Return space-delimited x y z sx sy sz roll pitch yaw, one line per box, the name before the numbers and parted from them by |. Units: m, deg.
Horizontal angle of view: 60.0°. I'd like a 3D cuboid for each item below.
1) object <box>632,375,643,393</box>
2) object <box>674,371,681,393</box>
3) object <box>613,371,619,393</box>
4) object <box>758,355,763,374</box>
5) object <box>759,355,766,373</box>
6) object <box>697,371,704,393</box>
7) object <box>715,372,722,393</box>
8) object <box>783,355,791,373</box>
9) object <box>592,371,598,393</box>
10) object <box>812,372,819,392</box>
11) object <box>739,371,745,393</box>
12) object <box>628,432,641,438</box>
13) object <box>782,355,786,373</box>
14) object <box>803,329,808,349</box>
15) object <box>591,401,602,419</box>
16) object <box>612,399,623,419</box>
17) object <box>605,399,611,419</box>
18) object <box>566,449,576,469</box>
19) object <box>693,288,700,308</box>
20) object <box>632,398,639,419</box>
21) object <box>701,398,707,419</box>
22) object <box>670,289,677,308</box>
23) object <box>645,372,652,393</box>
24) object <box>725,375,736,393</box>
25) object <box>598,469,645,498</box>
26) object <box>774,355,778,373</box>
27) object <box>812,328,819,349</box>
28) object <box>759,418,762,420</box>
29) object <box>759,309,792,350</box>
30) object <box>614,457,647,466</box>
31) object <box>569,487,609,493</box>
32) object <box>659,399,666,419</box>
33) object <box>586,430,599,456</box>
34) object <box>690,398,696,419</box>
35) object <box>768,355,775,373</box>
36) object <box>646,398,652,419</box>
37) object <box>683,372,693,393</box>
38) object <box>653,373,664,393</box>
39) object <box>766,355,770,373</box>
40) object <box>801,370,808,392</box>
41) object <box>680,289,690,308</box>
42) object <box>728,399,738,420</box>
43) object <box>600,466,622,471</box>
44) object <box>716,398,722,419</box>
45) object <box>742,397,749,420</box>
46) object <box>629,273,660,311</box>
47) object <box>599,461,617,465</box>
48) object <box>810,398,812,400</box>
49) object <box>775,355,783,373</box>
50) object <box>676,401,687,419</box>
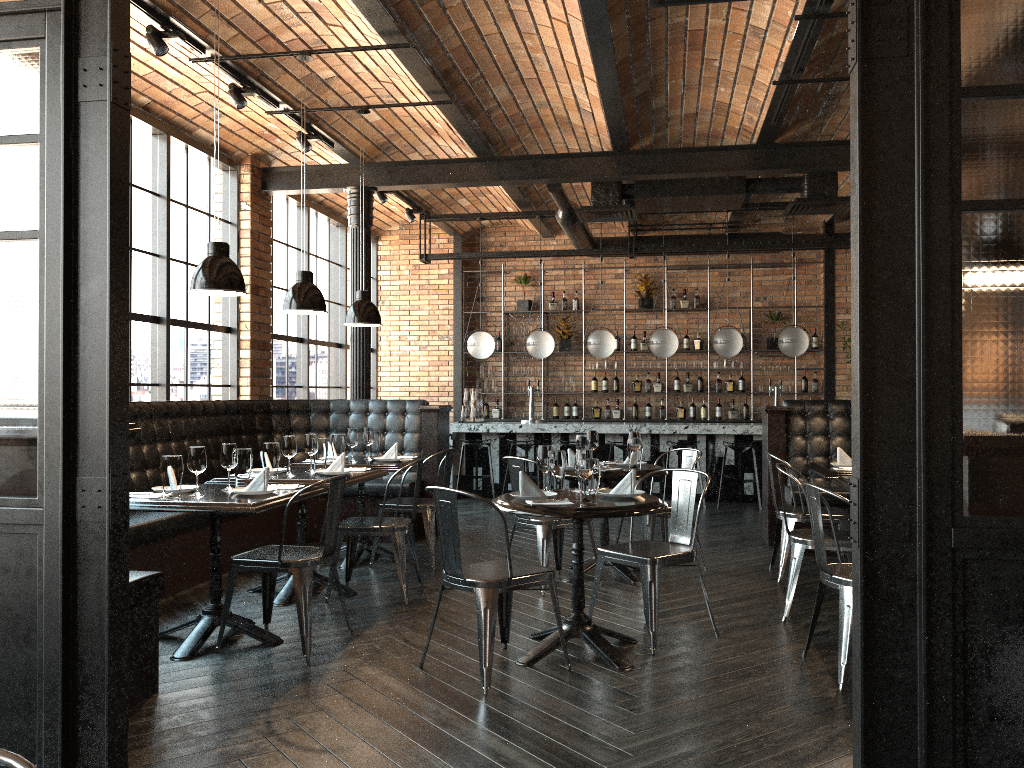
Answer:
object | 1.730 -0.002 12.256 0.151 0.248 0.094 0 -1 -1
object | 2.269 -0.029 12.170 0.086 0.298 0.086 0 -1 -31
object | 1.446 -0.027 12.310 0.086 0.297 0.086 0 -1 -31
object | 3.387 -0.265 12.042 0.092 0.244 0.092 0 -1 -41
object | 3.359 -0.267 11.880 0.092 0.244 0.092 0 -1 -41
object | 2.574 -0.030 12.112 0.086 0.299 0.086 0 -1 -31
object | 2.812 -0.022 12.066 0.083 0.282 0.083 0 -1 -5
object | 3.667 -0.267 11.825 0.092 0.244 0.092 0 -1 -41
object | 1.154 -0.026 12.364 0.086 0.299 0.086 0 -1 -31
object | 4.051 -0.025 11.848 0.083 0.282 0.083 0 -1 20
object | 3.118 -0.030 12.026 0.086 0.298 0.086 0 -1 -31
object | 0.835 0.447 6.040 0.092 0.244 0.092 0 -1 9
object | 3.695 -0.266 11.988 0.092 0.244 0.092 0 -1 -41
object | 3.918 -0.595 11.877 0.083 0.282 0.083 0 -1 25
object | 1.178 0.363 12.350 0.151 0.248 0.094 0 -1 -1
object | 1.464 0.347 12.286 0.123 0.279 0.123 0 -1 24
object | 1.330 0.345 12.324 0.083 0.282 0.083 0 -1 10
object | 0.452 0.506 5.999 0.232 0.139 0.232 0 -1 -36
object | 2.526 -1.165 12.127 0.083 0.282 0.083 0 -1 -5
object | 1.702 0.336 12.233 0.086 0.297 0.086 -1 -1 44
object | 2.617 0.335 12.097 0.080 0.299 0.080 0 -1 12
object | 2.218 -1.165 12.182 0.083 0.282 0.083 0 -1 10
object | 1.882 -0.020 12.230 0.083 0.282 0.083 0 -1 10
object | 2.963 -0.004 12.039 0.151 0.248 0.094 0 -1 19
object | 0.544 0.491 4.404 0.232 0.139 0.232 0 -1 -35
object | 3.593 -0.266 12.006 0.092 0.244 0.092 0 -1 -41
object | 4.061 -0.604 11.879 0.086 0.298 0.086 0 -1 -26
object | 3.531 0.471 11.880 0.437 0.019 0.273 0 -1 10
object | 3.541 -0.732 11.909 0.374 0.560 0.398 0 -1 -18
object | 0.832 0.508 6.234 0.232 0.139 0.232 0 -1 -20
object | 0.415 0.547 4.568 0.255 0.019 0.157 0 -1 -30
object | 2.065 0.343 12.194 0.083 0.282 0.083 0 -1 -5
object | 0.569 0.450 6.274 0.092 0.244 0.092 0 -1 9
object | 2.476 0.335 12.136 0.086 0.298 0.086 0 -1 -31
object | 3.467 -0.267 11.861 0.092 0.244 0.092 0 -1 -41
object | 1.886 0.335 12.234 0.086 0.298 0.086 0 -1 -31
object | 2.404 -0.019 12.124 0.123 0.279 0.123 0 -1 -1
object | 2.016 -0.018 12.193 0.123 0.279 0.123 0 -1 24
object | 3.496 -0.265 12.023 0.092 0.244 0.092 0 -1 -41
object | 3.918 -0.033 11.875 0.086 0.299 0.086 0 -1 -31
object | 2.371 -1.163 12.156 0.123 0.279 0.123 0 -1 14
object | 2.994 0.343 12.017 0.123 0.279 0.123 0 -1 -1
object | 0.629 0.559 5.889 0.157 0.019 0.255 0 -1 40
object | 2.819 0.333 12.069 0.086 0.298 0.086 0 -1 -31
object | 3.164 0.332 12.004 0.086 0.299 0.086 0 -1 -31
object | 1.840 -1.285 12.286 0.425 0.526 0.430 0 -1 12
object | 0.679 0.564 6.392 0.255 0.019 0.157 0 -1 -30
object | 4.003 0.332 11.867 0.086 0.298 0.086 0 -1 -31
object | 3.565 -0.267 11.843 0.092 0.244 0.092 0 -1 -41
object | 2.321 0.360 12.149 0.151 0.248 0.094 0 -1 19
